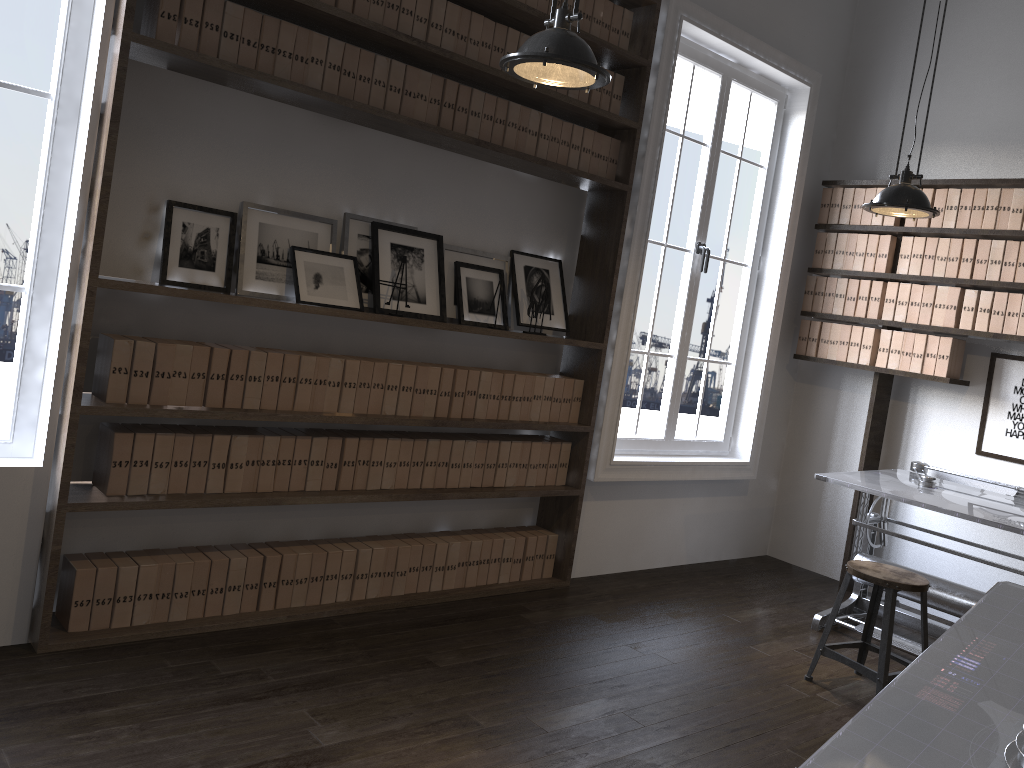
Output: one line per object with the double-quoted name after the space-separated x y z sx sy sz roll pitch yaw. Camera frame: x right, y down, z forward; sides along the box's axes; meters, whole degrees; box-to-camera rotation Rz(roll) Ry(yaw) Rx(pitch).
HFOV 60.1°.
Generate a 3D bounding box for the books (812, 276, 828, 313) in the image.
1.964 -0.548 5.532 0.174 0.225 0.067 6 3 -41 "books"

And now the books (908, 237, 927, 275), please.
2.366 -0.719 5.088 0.174 0.225 0.067 6 3 -41 "books"

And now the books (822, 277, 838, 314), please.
2.010 -0.536 5.479 0.174 0.225 0.067 6 3 -41 "books"

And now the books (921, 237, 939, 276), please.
2.413 -0.707 5.033 0.174 0.225 0.067 6 3 -41 "books"

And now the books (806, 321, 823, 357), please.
1.927 -0.273 5.529 0.174 0.225 0.067 6 3 -41 "books"

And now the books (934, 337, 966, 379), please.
2.440 -0.142 4.931 0.174 0.225 0.067 6 3 -41 "books"

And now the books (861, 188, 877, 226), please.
2.193 -1.054 5.342 0.174 0.225 0.067 6 3 -41 "books"

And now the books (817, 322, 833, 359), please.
1.979 -0.260 5.476 0.174 0.225 0.067 6 3 -41 "books"

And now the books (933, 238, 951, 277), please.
2.457 -0.697 4.989 0.174 0.225 0.067 6 3 -41 "books"

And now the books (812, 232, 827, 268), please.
1.974 -0.826 5.559 0.174 0.225 0.067 6 3 -41 "books"

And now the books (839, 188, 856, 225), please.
2.102 -1.077 5.446 0.174 0.225 0.067 6 3 -41 "books"

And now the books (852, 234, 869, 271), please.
2.145 -0.781 5.350 0.174 0.225 0.067 6 3 -41 "books"

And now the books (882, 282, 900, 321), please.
2.254 -0.473 5.182 0.174 0.225 0.067 6 3 -41 "books"

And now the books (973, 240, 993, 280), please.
2.596 -0.661 4.828 0.174 0.225 0.067 6 3 -41 "books"

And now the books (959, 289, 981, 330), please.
2.537 -0.394 4.853 0.174 0.225 0.067 6 3 -41 "books"

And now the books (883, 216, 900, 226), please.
2.283 -1.031 5.233 0.174 0.225 0.067 6 3 -41 "books"

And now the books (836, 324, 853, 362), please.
2.056 -0.239 5.374 0.174 0.225 0.067 6 3 -41 "books"

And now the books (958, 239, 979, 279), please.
2.544 -0.674 4.881 0.174 0.225 0.067 6 3 -41 "books"

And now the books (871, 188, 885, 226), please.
2.235 -1.043 5.286 0.174 0.225 0.067 6 3 -41 "books"

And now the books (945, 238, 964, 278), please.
2.501 -0.686 4.941 0.174 0.225 0.067 6 3 -41 "books"

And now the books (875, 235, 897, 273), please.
2.239 -0.758 5.249 0.174 0.225 0.067 6 3 -41 "books"

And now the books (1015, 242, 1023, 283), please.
2.733 -0.626 4.666 0.174 0.225 0.067 6 3 -41 "books"

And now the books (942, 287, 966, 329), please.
2.478 -0.416 4.918 0.174 0.225 0.067 6 3 -41 "books"

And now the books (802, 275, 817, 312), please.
1.917 -0.559 5.579 0.174 0.225 0.067 6 3 -41 "books"

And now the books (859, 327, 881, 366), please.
2.152 -0.216 5.267 0.174 0.225 0.067 6 3 -41 "books"

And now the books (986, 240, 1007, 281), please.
2.639 -0.650 4.771 0.174 0.225 0.067 6 3 -41 "books"

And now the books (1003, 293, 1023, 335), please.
2.683 -0.357 4.687 0.174 0.225 0.067 6 3 -41 "books"

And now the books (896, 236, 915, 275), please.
2.322 -0.731 5.145 0.174 0.225 0.067 6 3 -41 "books"

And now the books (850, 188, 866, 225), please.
2.150 -1.065 5.396 0.174 0.225 0.067 6 3 -41 "books"

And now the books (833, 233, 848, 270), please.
2.064 -0.802 5.450 0.174 0.225 0.067 6 3 -41 "books"

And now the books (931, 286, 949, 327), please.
2.441 -0.426 4.968 0.174 0.225 0.067 6 3 -41 "books"

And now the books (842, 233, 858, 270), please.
2.106 -0.792 5.403 0.174 0.225 0.067 6 3 -41 "books"

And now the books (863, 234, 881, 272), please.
2.193 -0.770 5.303 0.174 0.225 0.067 6 3 -41 "books"

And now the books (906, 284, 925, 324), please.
2.350 -0.449 5.080 0.174 0.225 0.067 6 3 -41 "books"

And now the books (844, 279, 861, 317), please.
2.102 -0.513 5.372 0.174 0.225 0.067 6 3 -41 "books"

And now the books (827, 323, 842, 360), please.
2.019 -0.250 5.425 0.174 0.225 0.067 6 3 -41 "books"

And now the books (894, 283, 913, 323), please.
2.303 -0.461 5.130 0.174 0.225 0.067 6 3 -41 "books"

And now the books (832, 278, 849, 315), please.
2.052 -0.525 5.422 0.174 0.225 0.067 6 3 -41 "books"

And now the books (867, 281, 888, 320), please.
2.197 -0.488 5.259 0.174 0.225 0.067 6 3 -41 "books"

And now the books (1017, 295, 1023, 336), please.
2.725 -0.346 4.632 0.174 0.225 0.067 6 3 -41 "books"

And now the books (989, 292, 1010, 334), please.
2.636 -0.369 4.739 0.174 0.225 0.067 6 3 -41 "books"

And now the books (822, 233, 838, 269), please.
2.016 -0.814 5.503 0.174 0.225 0.067 6 3 -41 "books"

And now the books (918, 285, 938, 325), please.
2.394 -0.438 5.026 0.174 0.225 0.067 6 3 -41 "books"

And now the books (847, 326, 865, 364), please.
2.103 -0.228 5.320 0.174 0.225 0.067 6 3 -41 "books"

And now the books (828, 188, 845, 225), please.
2.053 -1.089 5.499 0.174 0.225 0.067 6 3 -41 "books"

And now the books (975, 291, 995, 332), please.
2.588 -0.381 4.789 0.174 0.225 0.067 6 3 -41 "books"

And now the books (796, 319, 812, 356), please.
1.883 -0.285 5.589 0.174 0.225 0.067 6 3 -41 "books"

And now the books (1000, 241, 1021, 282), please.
2.687 -0.638 4.720 0.174 0.225 0.067 6 3 -41 "books"

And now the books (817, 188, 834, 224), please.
2.006 -1.101 5.553 0.174 0.225 0.067 6 3 -41 "books"

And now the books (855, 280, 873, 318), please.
2.146 -0.501 5.311 0.174 0.225 0.067 6 3 -41 "books"
